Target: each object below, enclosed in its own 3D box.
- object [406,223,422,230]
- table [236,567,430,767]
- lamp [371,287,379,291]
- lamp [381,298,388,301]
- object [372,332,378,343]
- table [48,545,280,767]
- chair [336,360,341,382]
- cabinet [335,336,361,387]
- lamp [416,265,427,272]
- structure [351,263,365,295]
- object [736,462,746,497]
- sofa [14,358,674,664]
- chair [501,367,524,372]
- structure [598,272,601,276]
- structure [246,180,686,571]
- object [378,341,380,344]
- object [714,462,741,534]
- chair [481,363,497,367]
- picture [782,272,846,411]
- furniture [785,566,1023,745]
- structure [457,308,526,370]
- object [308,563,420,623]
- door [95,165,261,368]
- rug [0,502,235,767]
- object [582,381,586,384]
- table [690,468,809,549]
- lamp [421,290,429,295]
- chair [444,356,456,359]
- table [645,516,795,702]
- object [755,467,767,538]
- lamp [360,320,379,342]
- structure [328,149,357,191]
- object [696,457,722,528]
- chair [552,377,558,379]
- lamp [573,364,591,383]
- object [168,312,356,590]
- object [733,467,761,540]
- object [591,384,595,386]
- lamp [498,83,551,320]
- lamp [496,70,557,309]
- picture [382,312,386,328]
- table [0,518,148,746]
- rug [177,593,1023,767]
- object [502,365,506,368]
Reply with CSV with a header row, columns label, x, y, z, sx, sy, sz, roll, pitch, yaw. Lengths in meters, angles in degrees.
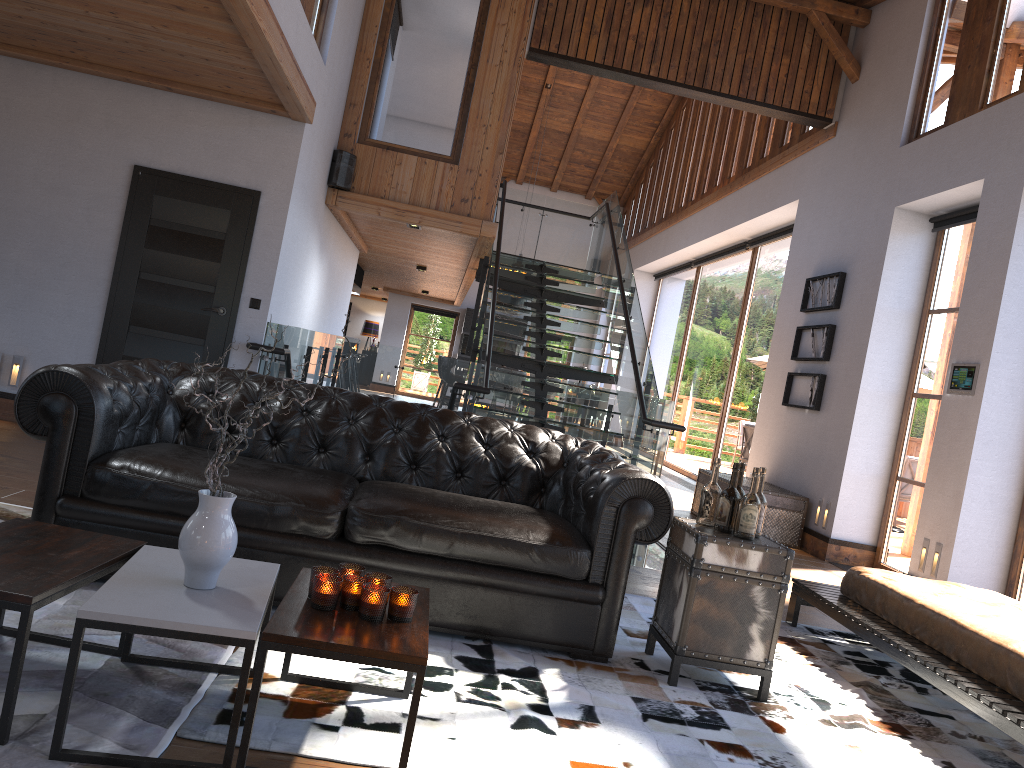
label,x,y,z,sx,sy,sz,roll,pitch,yaw
object,-0.995,-1.641,9.067,0.155,0.068,0.260,11,1,-6
table,-0.461,0.789,2.454,0.401,0.350,0.649,11,1,-6
lamp,-3.276,-2.280,21.215,0.155,0.068,0.260,11,1,-6
lamp,-3.620,-2.410,25.174,0.155,0.068,0.260,11,1,-6
object,-3.266,-1.017,21.047,0.152,0.504,0.324,11,0,-6
table,-0.887,0.707,2.380,0.402,0.350,0.648,11,1,-11
chair,-2.800,-0.099,14.022,0.470,0.839,0.537,11,0,-6
cabinet,-3.376,-0.367,15.440,0.891,1.103,4.791,11,1,-5
lamp,-1.406,-1.796,13.780,0.155,0.068,0.260,11,1,-6
structure,-3.062,-1.937,15.257,0.712,0.476,3.243,11,1,-5
object,0.935,0.468,3.699,0.086,0.286,0.088,11,0,34
sofa,-0.683,0.481,3.961,2.572,0.838,1.236,11,1,-7
chair,-0.114,0.295,14.241,0.505,1.092,0.567,11,0,-7
structure,2.149,-2.738,20.997,0.214,0.349,0.213,11,0,-6
structure,1.937,0.912,11.127,9.231,6.398,11.002,11,1,-6
object,-3.293,-0.908,21.360,0.210,0.270,0.286,11,0,-6
object,0.889,0.460,3.611,0.088,0.286,0.087,11,0,-28
chair,-0.516,0.153,18.237,0.505,1.092,0.567,11,0,-7
picture,2.925,-0.409,8.623,0.059,1.312,0.772,11,0,-5
furniture,2.236,1.263,3.597,1.178,0.436,2.754,11,1,-5
structure,-0.504,-0.814,20.623,1.448,1.649,0.432,11,0,-6
object,-0.418,0.578,2.437,0.299,0.081,0.249,12,1,33
door,-2.570,-0.549,6.719,0.943,2.055,0.143,11,0,-6
rug,-2.049,0.641,2.204,2.436,0.053,4.036,11,1,-5
object,1.571,0.077,19.695,0.150,0.287,0.499,11,1,-5
table,2.258,1.173,8.554,0.686,0.469,1.252,11,1,-6
lamp,-1.863,-1.969,19.036,0.155,0.068,0.260,11,1,-6
chair,-1.041,0.095,15.384,0.570,1.092,0.503,11,0,-7
table,0.836,0.901,3.619,0.406,0.609,0.416,11,0,-6
object,1.005,0.482,3.641,0.087,0.286,0.087,11,0,7
lamp,-3.670,-0.870,25.576,1.643,1.699,0.519,11,0,-28
structure,-1.625,-2.040,8.475,0.214,0.349,0.213,11,0,-6
object,0.834,0.448,3.691,0.088,0.286,0.086,11,0,-29
chair,0.483,0.377,16.434,0.572,1.092,0.500,11,0,-22
lamp,1.577,-0.152,20.217,0.469,0.725,0.470,11,0,3
object,-0.739,0.146,2.411,0.405,0.808,0.621,11,0,5
object,0.950,0.473,3.536,0.087,0.286,0.087,11,0,4
object,1.652,0.117,19.147,0.182,0.262,0.495,11,1,-37
lamp,0.263,-3.576,17.363,0.615,4.685,0.628,11,0,39
lamp,0.401,-3.524,15.781,0.615,4.685,0.628,11,0,39
picture,-3.040,-1.499,21.198,0.020,0.782,0.561,11,0,-5
table,-1.336,0.619,2.364,0.400,0.350,0.650,11,1,-1
rug,0.915,1.199,3.650,3.816,0.053,2.427,11,1,-5
object,-0.115,-0.249,16.281,0.223,0.253,0.115,11,0,-43
